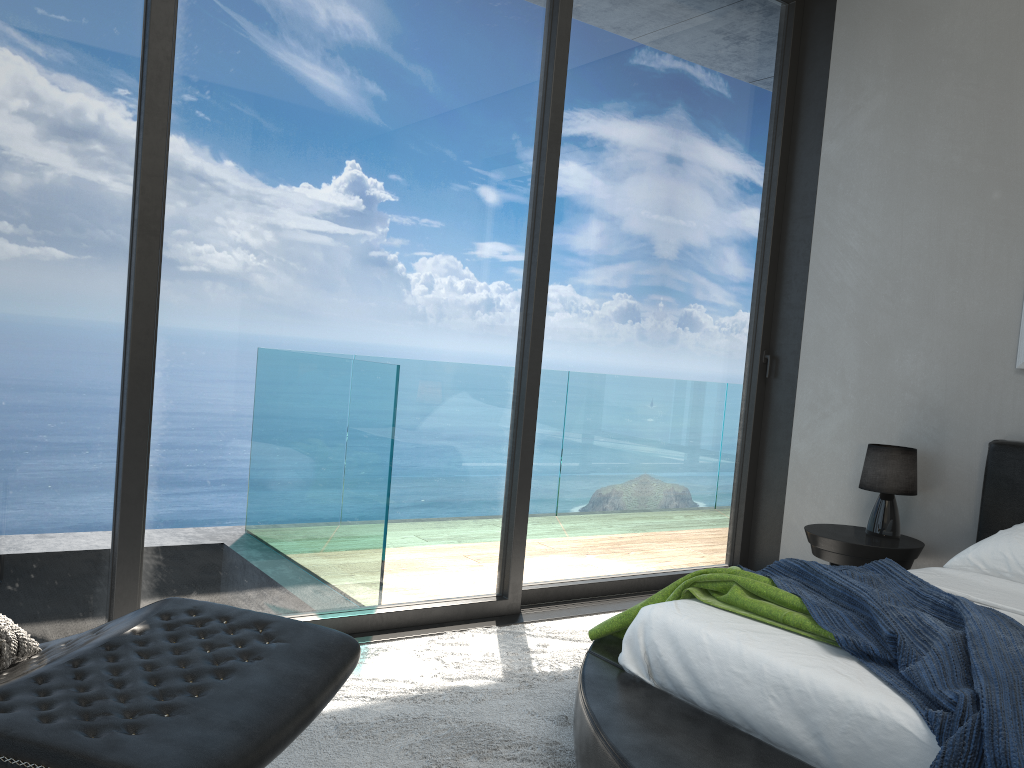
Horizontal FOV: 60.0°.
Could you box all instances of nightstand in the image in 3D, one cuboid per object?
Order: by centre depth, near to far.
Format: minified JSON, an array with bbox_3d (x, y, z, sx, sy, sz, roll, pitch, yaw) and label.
[{"bbox_3d":[1.529,0.886,3.920,0.497,0.441,0.496,4,3,-24],"label":"nightstand"}]

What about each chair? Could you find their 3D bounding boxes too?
[{"bbox_3d":[-0.964,0.477,1.500,1.281,0.996,0.638,5,3,10],"label":"chair"}]

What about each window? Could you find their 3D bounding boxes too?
[{"bbox_3d":[2.469,-0.391,3.354,9.729,3.187,3.590,3,3,-35],"label":"window"}]

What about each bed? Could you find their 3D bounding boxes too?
[{"bbox_3d":[1.481,0.694,2.211,2.618,0.935,2.750,3,2,-35],"label":"bed"}]

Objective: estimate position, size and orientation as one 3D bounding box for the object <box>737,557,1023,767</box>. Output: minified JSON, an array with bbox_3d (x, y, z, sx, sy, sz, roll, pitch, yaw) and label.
[{"bbox_3d":[0.907,0.784,2.025,0.685,0.568,2.152,5,2,7],"label":"object"}]

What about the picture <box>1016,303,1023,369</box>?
[{"bbox_3d":[2.643,-0.693,2.860,0.025,1.402,1.797,3,3,-35],"label":"picture"}]

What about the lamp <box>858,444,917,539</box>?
[{"bbox_3d":[1.664,0.475,3.929,0.241,0.400,0.219,6,3,24],"label":"lamp"}]

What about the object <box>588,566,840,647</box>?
[{"bbox_3d":[1.083,0.744,1.947,0.646,0.342,2.298,3,2,-36],"label":"object"}]

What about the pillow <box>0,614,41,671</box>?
[{"bbox_3d":[-1.092,0.460,1.526,0.313,0.199,0.441,5,2,6],"label":"pillow"}]
